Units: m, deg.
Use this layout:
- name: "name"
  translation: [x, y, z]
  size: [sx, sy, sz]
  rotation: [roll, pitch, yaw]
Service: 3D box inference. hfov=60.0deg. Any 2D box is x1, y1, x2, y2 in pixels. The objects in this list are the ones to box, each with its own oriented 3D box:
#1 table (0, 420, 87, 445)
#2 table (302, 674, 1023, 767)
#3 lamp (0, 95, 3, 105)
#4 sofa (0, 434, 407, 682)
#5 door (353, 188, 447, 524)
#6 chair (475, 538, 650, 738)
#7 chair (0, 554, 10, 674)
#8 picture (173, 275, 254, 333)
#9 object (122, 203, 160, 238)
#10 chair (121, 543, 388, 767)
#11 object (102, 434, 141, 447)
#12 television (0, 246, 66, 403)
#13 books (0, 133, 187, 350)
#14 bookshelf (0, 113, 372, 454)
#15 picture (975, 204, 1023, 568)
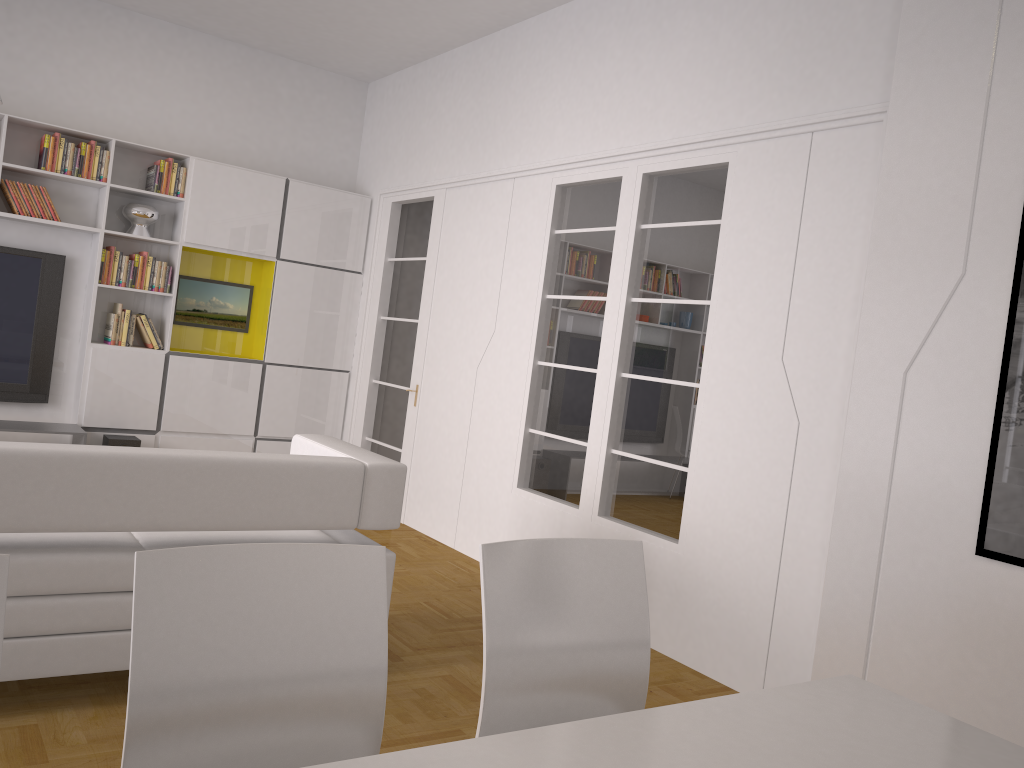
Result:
- name: "table"
  translation: [-3.806, 0.439, 5.571]
  size: [1.971, 0.434, 0.438]
  rotation: [6, 2, -35]
- name: "table"
  translation: [0.078, 0.973, 0.832]
  size: [2.408, 0.722, 1.213]
  rotation: [6, 2, -35]
- name: "lamp"
  translation: [-2.683, -2.052, 4.338]
  size: [0.464, 1.249, 0.465]
  rotation: [7, 1, -35]
- name: "sofa"
  translation: [-1.756, 0.578, 3.089]
  size: [2.620, 0.848, 0.823]
  rotation: [6, 2, -35]
- name: "door"
  translation: [-0.901, -0.249, 6.858]
  size: [0.139, 2.453, 1.010]
  rotation: [7, 1, -35]
- name: "chair"
  translation: [0.199, 0.850, 1.853]
  size: [0.560, 0.931, 0.576]
  rotation: [7, 1, -35]
- name: "chair"
  translation: [-0.912, 0.735, 1.077]
  size: [0.560, 0.931, 0.576]
  rotation: [7, 1, -35]
- name: "picture"
  translation: [-2.375, -0.632, 7.049]
  size: [0.608, 0.388, 0.007]
  rotation: [6, 1, -35]
- name: "object"
  translation: [-2.753, -1.204, 6.565]
  size: [0.256, 0.239, 0.257]
  rotation: [7, 2, -27]
- name: "chair"
  translation: [-0.373, 0.791, 1.454]
  size: [0.560, 0.931, 0.576]
  rotation: [7, 1, -35]
- name: "object"
  translation: [-2.771, 0.571, 6.253]
  size: [0.211, 0.391, 0.217]
  rotation: [7, 1, -35]
- name: "television"
  translation: [-3.967, -0.456, 5.927]
  size: [1.658, 1.087, 0.082]
  rotation: [6, 1, -35]
- name: "books"
  translation: [-4.140, -1.141, 5.614]
  size: [3.858, 1.455, 0.236]
  rotation: [6, 2, -35]
- name: "bookshelf"
  translation: [-3.617, -0.586, 6.074]
  size: [5.359, 2.479, 0.390]
  rotation: [6, 2, -35]
- name: "picture"
  translation: [1.864, -0.277, 2.590]
  size: [0.013, 1.779, 0.788]
  rotation: [7, 1, -35]
